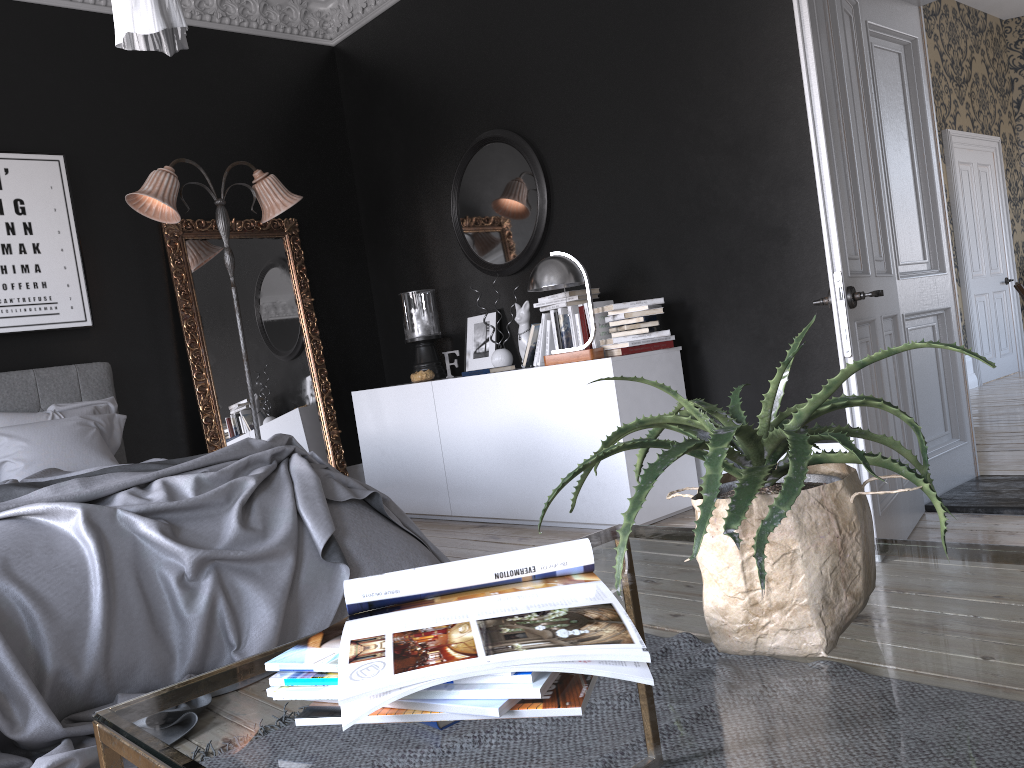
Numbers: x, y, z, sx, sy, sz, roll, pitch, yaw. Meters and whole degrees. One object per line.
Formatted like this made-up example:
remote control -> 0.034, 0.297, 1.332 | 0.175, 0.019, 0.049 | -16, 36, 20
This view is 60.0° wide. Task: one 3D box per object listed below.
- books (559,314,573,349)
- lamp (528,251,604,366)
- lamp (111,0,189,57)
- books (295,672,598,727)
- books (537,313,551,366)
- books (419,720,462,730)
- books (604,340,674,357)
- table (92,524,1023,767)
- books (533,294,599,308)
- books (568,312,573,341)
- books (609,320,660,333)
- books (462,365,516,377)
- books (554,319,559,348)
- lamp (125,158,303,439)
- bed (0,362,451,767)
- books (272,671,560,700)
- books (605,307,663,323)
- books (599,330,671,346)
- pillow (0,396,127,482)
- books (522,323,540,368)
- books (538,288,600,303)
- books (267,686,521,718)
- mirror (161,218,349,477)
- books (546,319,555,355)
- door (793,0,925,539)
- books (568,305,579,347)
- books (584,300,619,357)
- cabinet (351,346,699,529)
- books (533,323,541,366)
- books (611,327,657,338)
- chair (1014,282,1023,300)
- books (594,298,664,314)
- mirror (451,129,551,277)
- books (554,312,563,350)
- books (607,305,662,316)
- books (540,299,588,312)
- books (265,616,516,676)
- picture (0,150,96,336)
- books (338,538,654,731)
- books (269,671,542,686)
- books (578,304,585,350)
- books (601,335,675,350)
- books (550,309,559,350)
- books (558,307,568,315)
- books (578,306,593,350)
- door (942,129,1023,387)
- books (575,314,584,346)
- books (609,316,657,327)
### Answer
books -> 0.358, -0.264, 5.007 | 0.204, 0.270, 0.029 | -11, 4, -42
lamp -> 0.268, -0.406, 4.690 | 0.341, 0.591, 0.328 | -7, 3, 28
lamp -> -1.037, -1.851, 2.158 | 0.782, 2.050, 0.783 | -8, 3, 2
books -> -0.052, 0.339, 1.046 | 0.318, 0.011, 0.252 | -8, 2, 15
books -> 0.246, -0.268, 5.187 | 0.220, 0.296, 0.127 | -11, 3, -42
books -> -0.097, 0.362, 1.092 | 0.162, 0.023, 0.232 | -10, 2, -41
books -> 0.670, -0.186, 4.692 | 0.294, 0.038, 0.234 | -9, 2, -15
table -> 0.355, 0.593, 1.033 | 1.090, 0.559, 1.450 | -10, 3, -42
books -> 0.310, -0.475, 5.074 | 0.307, 0.024, 0.220 | -7, 2, 38
books -> 0.421, -0.294, 5.032 | 0.220, 0.307, 0.030 | -11, 4, -42
books -> 0.649, -0.305, 4.740 | 0.193, 0.030, 0.289 | -9, 2, -11
books -> -0.137, -0.077, 5.196 | 0.192, 0.030, 0.290 | -10, 2, -36
books -> 0.334, -0.259, 5.095 | 0.195, 0.259, 0.026 | -11, 4, -42
lamp -> -1.652, -0.179, 5.481 | 0.986, 2.413, 0.772 | -9, 3, -9
bed -> -2.124, 0.512, 3.733 | 3.287, 1.299, 2.760 | -7, 2, 37
books -> -0.079, 0.321, 1.060 | 0.318, 0.011, 0.252 | -8, 2, 20
books -> 0.648, -0.366, 4.722 | 0.220, 0.030, 0.306 | -9, 2, -12
books -> 0.652, -0.246, 4.725 | 0.318, 0.031, 0.229 | -9, 2, -12
pillow -> -2.848, 0.406, 4.590 | 1.827, 0.760, 0.681 | -10, 3, -42
books -> 0.169, -0.233, 5.236 | 0.202, 0.246, 0.159 | -11, 3, -42
books -> 0.325, -0.506, 5.092 | 0.220, 0.030, 0.306 | -10, 2, -32
books -> -0.089, 0.333, 1.071 | 0.319, 0.011, 0.252 | -7, 2, 30
mirror -> -1.715, -0.072, 6.132 | 0.989, 2.194, 0.254 | -11, 4, -42
books -> 0.272, -0.251, 5.165 | 0.195, 0.256, 0.091 | -11, 3, -42
door -> 1.395, -0.551, 3.481 | 0.216, 2.376, 1.095 | -6, 3, 35
books -> 0.419, -0.293, 4.993 | 0.220, 0.307, 0.024 | -11, 4, -42
books -> 0.509, -0.303, 4.893 | 0.220, 0.308, 0.050 | -11, 4, -42
cabinet -> -0.039, 0.362, 5.441 | 0.569, 0.883, 2.398 | -11, 3, -42
books -> 0.219, -0.239, 5.225 | 0.195, 0.245, 0.132 | -11, 3, -42
books -> 0.652, -0.276, 4.732 | 0.203, 0.029, 0.268 | -8, 2, 18
chair -> 3.559, -0.221, 5.638 | 0.541, 0.950, 0.419 | -7, 3, 28
books -> 0.619, -0.415, 4.714 | 0.306, 0.030, 0.220 | -9, 2, -22
mirror -> -0.101, -1.154, 5.694 | 0.061, 0.925, 0.925 | -11, 3, -42
books -> 0.332, -0.273, 5.057 | 0.192, 0.290, 0.030 | -11, 4, -42
books -> 0.657, -0.395, 4.737 | 0.220, 0.024, 0.307 | -8, 2, 23
books -> 0.311, -0.450, 5.081 | 0.195, 0.026, 0.259 | -9, 2, -32
books -> -0.093, 0.301, 1.084 | 0.319, 0.011, 0.252 | -8, 2, 25
picture -> -2.949, -0.831, 5.200 | 0.790, 1.079, 0.014 | -11, 4, -42
books -> -0.036, 0.281, 1.030 | 0.322, 0.109, 0.273 | -9, 2, -7
books -> -0.087, 0.311, 1.077 | 0.318, 0.011, 0.252 | -8, 2, 20
books -> 0.477, -0.301, 4.969 | 0.220, 0.307, 0.030 | -11, 4, -42
books -> 0.668, -0.218, 4.700 | 0.318, 0.025, 0.229 | -9, 2, -32
books -> 0.328, -0.283, 5.136 | 0.220, 0.307, 0.030 | -11, 4, -42
books -> 0.366, -0.287, 5.052 | 0.220, 0.307, 0.024 | -11, 4, -42
books -> 0.483, -0.295, 4.926 | 0.235, 0.296, 0.038 | -11, 4, -42
door -> 4.915, -1.311, 9.148 | 1.392, 2.545, 0.136 | -11, 4, -42
books -> 0.442, -0.272, 4.974 | 0.195, 0.259, 0.026 | -11, 4, -42
books -> 0.645, -0.335, 4.724 | 0.193, 0.030, 0.289 | -8, 2, 22
